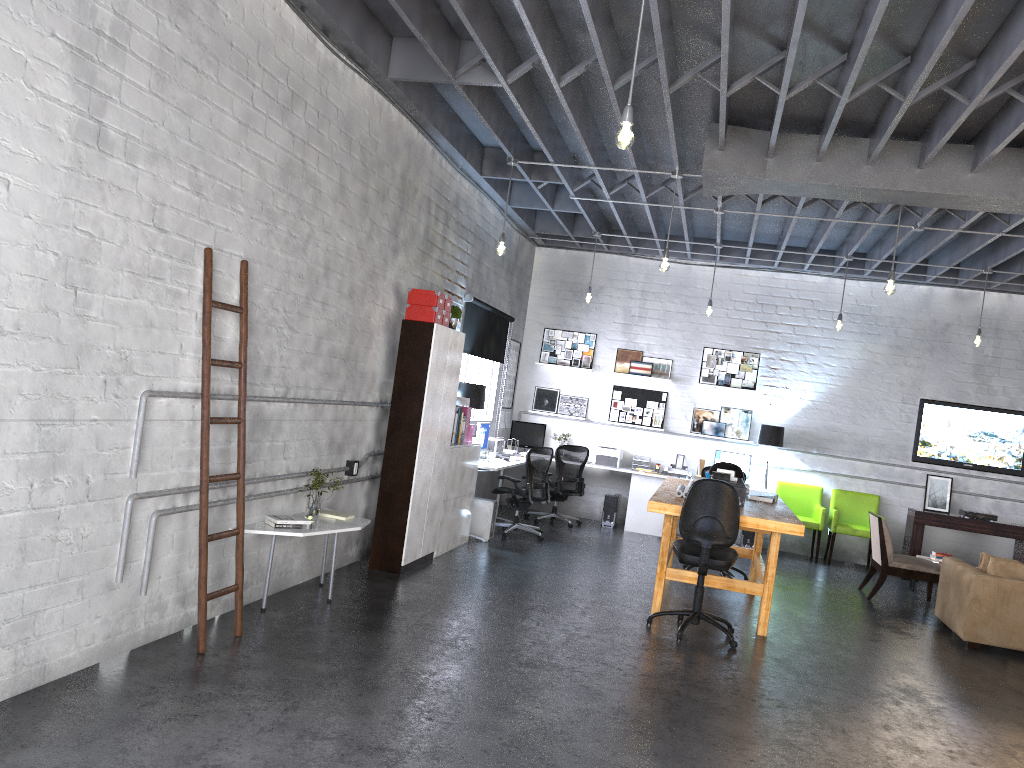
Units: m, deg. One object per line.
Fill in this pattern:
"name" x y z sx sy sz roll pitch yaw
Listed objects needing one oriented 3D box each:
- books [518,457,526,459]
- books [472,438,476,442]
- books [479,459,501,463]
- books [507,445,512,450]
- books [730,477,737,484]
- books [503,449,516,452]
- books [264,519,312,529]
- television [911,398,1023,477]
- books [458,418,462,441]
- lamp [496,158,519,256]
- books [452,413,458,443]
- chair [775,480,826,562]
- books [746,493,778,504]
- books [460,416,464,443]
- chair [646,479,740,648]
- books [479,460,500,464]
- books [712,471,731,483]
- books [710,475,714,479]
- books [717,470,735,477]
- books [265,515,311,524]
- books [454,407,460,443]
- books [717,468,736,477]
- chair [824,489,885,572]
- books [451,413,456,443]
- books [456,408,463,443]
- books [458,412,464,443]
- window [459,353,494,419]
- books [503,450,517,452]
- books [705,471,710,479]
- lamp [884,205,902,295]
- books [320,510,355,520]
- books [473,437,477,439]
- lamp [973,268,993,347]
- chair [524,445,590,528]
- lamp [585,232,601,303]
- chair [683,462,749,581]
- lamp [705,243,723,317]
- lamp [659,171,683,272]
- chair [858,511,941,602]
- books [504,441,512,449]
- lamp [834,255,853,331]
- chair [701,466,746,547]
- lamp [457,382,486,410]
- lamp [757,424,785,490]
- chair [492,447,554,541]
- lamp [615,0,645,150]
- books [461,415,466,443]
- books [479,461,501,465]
"books" 0.128 0.918 10.972 0.112 0.001 0.066 8 -1 0
"books" -0.494 0.702 9.729 0.172 0.243 0.026 8 0 13
"books" -0.249 0.832 9.597 0.212 0.010 0.171 7 -1 39
"books" -0.034 0.845 11.706 0.037 0.076 0.102 8 0 28
"books" 1.874 0.895 7.707 0.143 0.188 0.061 8 0 13
"books" -0.094 0.842 11.390 0.297 0.006 0.210 8 -1 13
"books" -1.437 0.897 5.697 0.251 0.031 0.185 8 -1 -35
"television" 5.777 0.671 11.143 1.323 0.816 0.021 8 0 12
"books" -0.584 0.430 8.643 0.160 0.266 0.026 8 0 13
"lamp" -0.049 -1.604 8.064 0.104 0.878 0.104 8 0 13
"books" -0.623 0.413 8.463 0.174 0.286 0.045 8 0 13
"chair" 3.656 1.744 11.367 0.611 0.920 0.516 8 0 13
"books" 2.250 1.012 7.966 0.244 0.067 0.299 8 -1 22
"books" -0.594 0.431 8.725 0.218 0.267 0.060 8 0 18
"chair" 1.396 1.261 6.553 0.658 1.165 0.687 8 0 11
"books" -0.256 0.842 9.594 0.209 0.012 0.158 7 -1 36
"books" 1.803 0.872 7.693 0.157 0.214 0.063 8 0 13
"books" 1.642 0.847 7.204 0.097 0.209 0.158 8 0 13
"books" 1.968 0.907 8.207 0.158 0.200 0.082 8 0 13
"books" -1.436 0.870 5.687 0.234 0.022 0.185 8 -1 -39
"books" -0.608 0.385 8.538 0.176 0.346 0.053 8 0 13
"books" 1.978 0.902 8.237 0.171 0.210 0.046 8 0 13
"chair" 4.327 1.835 11.214 0.611 0.920 0.516 8 0 13
"books" -0.637 0.407 8.413 0.170 0.293 0.057 8 0 13
"books" -0.599 0.391 8.599 0.197 0.339 0.065 8 0 13
"books" -0.572 0.416 8.667 0.159 0.298 0.026 8 0 13
"window" -0.457 -0.189 10.472 0.030 1.220 1.822 8 0 13
"books" -0.095 0.847 11.386 0.297 0.006 0.210 8 -1 12
"books" 1.615 0.831 7.226 0.108 0.234 0.166 8 0 13
"lamp" 3.174 -1.168 7.326 0.104 0.878 0.104 8 0 13
"books" -1.266 0.932 6.313 0.248 0.021 0.177 8 -1 12
"books" -0.488 0.701 9.746 0.177 0.246 0.026 8 0 13
"lamp" 5.278 -0.851 9.949 0.104 0.878 0.104 8 0 -33
"chair" 0.577 1.264 11.374 0.752 1.031 0.732 8 0 37
"lamp" 0.994 -1.431 10.931 0.104 0.878 0.104 8 0 13
"chair" 2.145 1.389 9.013 0.658 1.165 0.687 8 0 11
"lamp" 2.409 -1.239 10.607 0.104 0.878 0.104 8 0 13
"lamp" 1.383 -1.410 7.736 0.104 0.878 0.104 8 0 13
"chair" 4.050 1.815 9.145 0.724 0.842 0.575 8 0 13
"books" -0.053 0.811 11.707 0.017 0.121 0.184 8 0 28
"lamp" 3.841 -1.046 10.279 0.104 0.878 0.104 8 0 13
"chair" 2.511 1.528 11.088 0.732 1.031 0.752 8 0 -18
"lamp" -0.477 0.407 9.403 0.334 0.832 0.333 8 0 -26
"lamp" 3.323 0.952 11.492 0.334 0.832 0.333 8 0 -26
"chair" 0.087 1.183 9.991 0.752 1.031 0.732 8 0 17
"lamp" 0.590 -1.555 4.228 0.104 0.878 0.104 8 0 31
"books" -0.580 0.431 8.784 0.220 0.271 0.082 8 0 13
"books" -0.255 0.853 9.591 0.213 0.012 0.158 7 -1 38
